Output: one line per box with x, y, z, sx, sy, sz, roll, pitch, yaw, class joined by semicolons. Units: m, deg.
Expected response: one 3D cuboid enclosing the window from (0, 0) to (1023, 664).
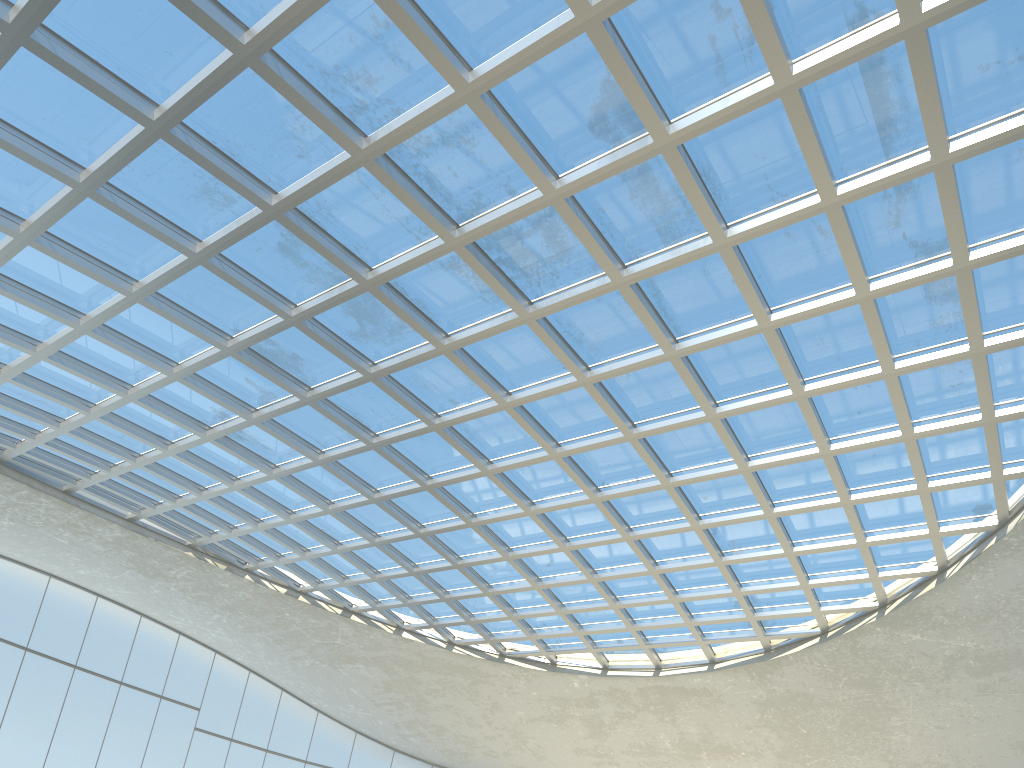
-7.479;4.836;49.056;79.398;9.779;89.488;-14;-41;32;window
